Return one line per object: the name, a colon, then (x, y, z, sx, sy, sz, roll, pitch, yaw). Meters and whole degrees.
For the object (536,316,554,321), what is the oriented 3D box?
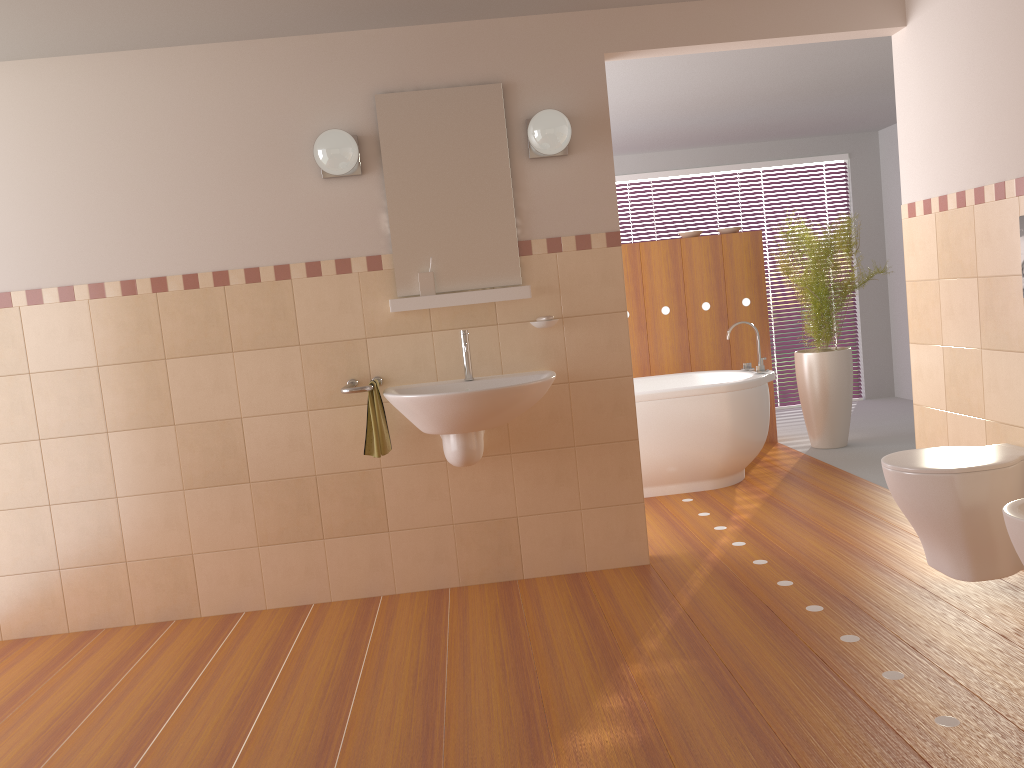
object: (0.133, -0.263, 3.575, 0.050, 0.023, 0.075, -10, 7, -38)

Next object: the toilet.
toilet: (1.563, 0.441, 3.053, 0.534, 0.400, 0.375, -6, 5, -3)

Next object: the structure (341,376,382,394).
structure: (-0.587, 0.010, 3.435, 0.142, 0.042, 0.333, -6, 5, -3)

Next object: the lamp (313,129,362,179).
lamp: (-0.675, -0.890, 3.416, 0.173, 0.173, 0.209, -6, 5, -3)

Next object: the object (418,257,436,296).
object: (-0.338, -0.422, 3.504, 0.063, 0.149, 0.073, -6, 5, -3)

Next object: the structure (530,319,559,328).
structure: (0.134, -0.241, 3.576, 0.117, 0.029, 0.092, -6, 5, -3)

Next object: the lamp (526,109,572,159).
lamp: (0.145, -0.978, 3.456, 0.173, 0.173, 0.209, -6, 5, -3)

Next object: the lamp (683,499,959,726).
lamp: (-0.524, 0.913, 3.283, 3.173, 0.001, 2.893, -6, 5, -3)

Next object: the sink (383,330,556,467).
sink: (-0.154, 0.058, 3.363, 0.683, 0.516, 0.539, -6, 5, -3)

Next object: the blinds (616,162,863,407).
blinds: (0.603, -0.634, 7.511, 4.712, 2.022, 0.032, -6, 5, -3)

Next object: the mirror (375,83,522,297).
mirror: (-0.251, -0.771, 3.539, 0.502, 0.799, 0.008, -6, 5, -3)

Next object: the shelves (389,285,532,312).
shelves: (-0.204, -0.338, 3.526, 0.554, 0.050, 0.138, -6, 5, -3)

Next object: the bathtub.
bathtub: (0.638, 0.159, 5.241, 1.874, 0.900, 0.888, -6, 5, -3)

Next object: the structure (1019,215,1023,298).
structure: (1.737, -0.423, 2.929, 0.005, 0.279, 0.170, -6, 5, -3)

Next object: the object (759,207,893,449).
object: (2.103, -0.367, 5.731, 0.683, 1.557, 1.335, -3, 6, 30)

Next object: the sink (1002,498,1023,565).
sink: (1.603, 0.440, 2.389, 0.515, 0.517, 0.335, -6, 5, -3)

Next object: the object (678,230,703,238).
object: (1.237, -1.027, 6.128, 0.173, 0.046, 0.173, -6, 5, -3)

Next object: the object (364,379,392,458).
object: (-0.517, 0.131, 3.445, 0.085, 0.306, 0.181, -5, 5, 13)

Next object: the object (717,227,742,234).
object: (1.507, -1.056, 6.141, 0.173, 0.046, 0.173, -6, 5, -3)

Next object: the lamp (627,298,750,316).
lamp: (1.045, -0.500, 6.029, 1.169, 0.052, 0.001, -6, 5, -3)
